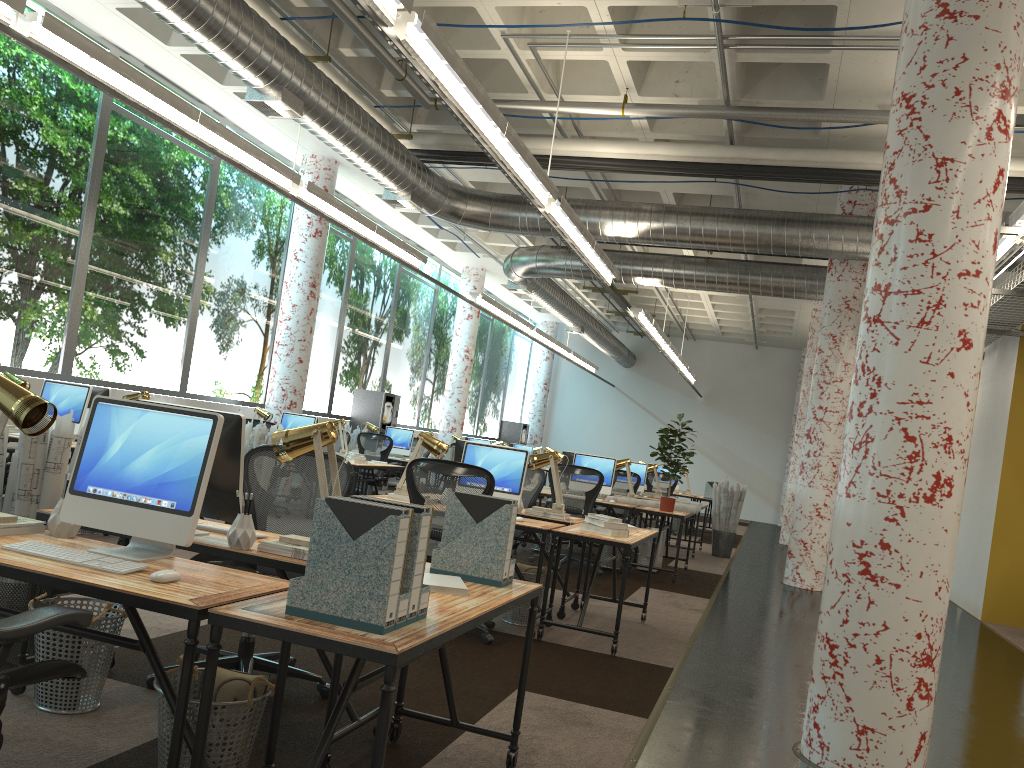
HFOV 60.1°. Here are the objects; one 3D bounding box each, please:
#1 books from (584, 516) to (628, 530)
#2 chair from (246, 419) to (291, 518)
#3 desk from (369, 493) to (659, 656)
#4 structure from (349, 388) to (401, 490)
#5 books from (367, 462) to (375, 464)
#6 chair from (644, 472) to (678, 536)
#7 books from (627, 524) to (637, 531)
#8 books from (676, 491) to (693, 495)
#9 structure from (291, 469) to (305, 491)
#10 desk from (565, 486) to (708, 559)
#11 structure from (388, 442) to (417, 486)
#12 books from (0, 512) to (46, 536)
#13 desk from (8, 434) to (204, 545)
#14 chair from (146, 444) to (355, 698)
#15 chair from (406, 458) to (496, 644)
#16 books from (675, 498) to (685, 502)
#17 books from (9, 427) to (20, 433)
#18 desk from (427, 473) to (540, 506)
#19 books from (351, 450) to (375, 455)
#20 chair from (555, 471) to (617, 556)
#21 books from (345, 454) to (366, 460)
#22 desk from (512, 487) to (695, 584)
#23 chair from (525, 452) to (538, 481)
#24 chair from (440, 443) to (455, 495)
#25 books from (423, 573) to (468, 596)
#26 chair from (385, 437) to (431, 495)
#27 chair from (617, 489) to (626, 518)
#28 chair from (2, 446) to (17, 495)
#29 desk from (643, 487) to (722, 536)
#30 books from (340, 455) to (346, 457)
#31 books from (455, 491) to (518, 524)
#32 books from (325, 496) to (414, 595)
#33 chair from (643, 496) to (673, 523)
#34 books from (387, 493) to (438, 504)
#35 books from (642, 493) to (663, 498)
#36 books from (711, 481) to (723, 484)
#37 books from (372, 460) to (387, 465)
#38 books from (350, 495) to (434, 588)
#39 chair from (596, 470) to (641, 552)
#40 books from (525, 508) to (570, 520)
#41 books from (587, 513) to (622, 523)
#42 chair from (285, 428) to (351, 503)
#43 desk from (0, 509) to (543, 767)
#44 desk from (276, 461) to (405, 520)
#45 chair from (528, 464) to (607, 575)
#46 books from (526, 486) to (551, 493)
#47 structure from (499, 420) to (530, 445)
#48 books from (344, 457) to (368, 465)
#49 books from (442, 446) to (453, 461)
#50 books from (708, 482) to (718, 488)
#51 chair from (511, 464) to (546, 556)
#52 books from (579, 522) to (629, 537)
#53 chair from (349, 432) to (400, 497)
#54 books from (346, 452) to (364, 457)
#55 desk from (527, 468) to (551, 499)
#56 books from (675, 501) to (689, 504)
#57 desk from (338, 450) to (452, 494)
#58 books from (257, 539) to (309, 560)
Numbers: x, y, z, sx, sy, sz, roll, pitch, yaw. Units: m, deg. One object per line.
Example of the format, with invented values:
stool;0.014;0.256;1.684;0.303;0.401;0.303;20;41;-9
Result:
books;0.638;0.944;6.032;0.193;0.044;0.257;10;-4;-26
chair;-2.955;0.968;10.408;0.770;1.085;0.793;8;-2;1
desk;-0.021;1.318;6.510;1.936;0.723;1.406;7;-3;17
structure;-2.626;1.049;16.587;0.637;1.809;0.752;8;-1;17
books;-1.854;0.979;11.135;0.243;0.019;0.205;9;-4;-6
chair;2.658;2.150;16.133;0.770;1.085;0.793;8;-2;1
books;0.821;1.077;6.733;0.200;0.024;0.235;9;-4;-10
books;3.349;2.113;17.220;0.308;0.038;0.226;7;-4;17
structure;-3.369;1.170;14.243;0.502;1.056;1.061;8;-2;17
desk;1.839;2.019;13.172;1.936;0.723;1.406;7;-3;17
structure;-2.246;1.580;18.062;0.502;1.056;1.061;8;-2;17
books;-1.738;0.451;2.906;0.308;0.038;0.226;7;-4;17
desk;-3.625;0.868;7.605;1.936;0.723;1.406;7;-3;17
chair;-1.106;0.819;3.989;0.770;1.085;0.793;8;-2;1
chair;-0.418;1.028;5.687;0.770;1.085;0.793;8;-2;1
books;1.936;1.364;10.437;0.184;0.030;0.153;7;-4;15
books;-4.319;0.375;7.491;0.308;0.038;0.226;7;-4;17
desk;-0.555;1.988;18.044;1.936;0.723;1.406;7;-3;17
books;-2.372;1.085;14.111;0.308;0.038;0.226;7;-4;17
chair;0.962;1.558;11.119;0.770;1.085;0.793;8;-2;1
books;-1.899;0.883;10.753;0.193;0.044;0.257;10;-4;-26
desk;1.023;1.683;10.151;1.936;0.724;1.406;7;-3;17
chair;0.299;2.197;22.125;0.770;1.085;0.793;8;-2;1
chair;-0.952;1.699;17.220;0.770;1.085;0.793;8;-2;1
books;-0.264;0.681;3.032;0.200;0.024;0.235;9;-4;-10
chair;-1.739;1.453;15.194;0.770;1.085;0.793;8;-2;1
chair;1.778;1.894;14.140;0.770;1.085;0.793;8;-2;1
chair;-4.022;0.579;6.782;0.770;1.085;0.793;8;-2;1
desk;3.054;2.439;16.956;1.936;0.723;1.406;7;-3;17
books;-2.264;0.931;11.495;0.308;0.038;0.226;7;-4;17
books;-0.118;0.575;3.338;0.233;0.310;0.068;8;-1;17
books;-0.403;0.471;2.369;0.233;0.310;0.068;8;-1;17
chair;2.993;2.314;17.925;0.770;1.085;0.793;8;-2;1
books;-0.715;0.824;6.396;0.308;0.038;0.226;7;-4;17
books;2.134;1.692;13.435;0.308;0.038;0.226;7;-4;17
books;3.981;2.070;17.275;0.233;0.310;0.068;8;-1;17
books;-1.716;1.016;11.454;0.200;0.024;0.235;9;-4;-10
books;-0.361;0.486;2.511;0.233;0.310;0.068;8;-1;17
chair;1.443;1.729;12.348;0.770;1.085;0.793;8;-2;1
books;0.273;0.992;6.774;0.308;0.038;0.226;7;-4;17
books;0.631;0.911;6.023;0.184;0.030;0.153;5;-5;45
chair;-2.620;1.132;12.200;0.770;1.085;0.793;8;-2;1
desk;-1.044;0.944;3.020;1.936;0.723;1.406;7;-3;17
desk;-2.559;1.257;11.231;1.936;0.723;1.406;7;-3;17
chair;0.626;1.393;9.327;0.770;1.085;0.793;8;-2;1
books;0.330;1.189;10.037;0.308;0.038;0.226;7;-4;17
structure;0.005;2.009;25.530;0.637;1.809;0.752;8;-1;17
books;-1.912;0.927;10.726;0.271;0.050;0.201;5;-5;44
books;-1.036;1.105;13.574;0.233;0.310;0.068;8;-1;17
books;3.696;1.966;16.306;0.233;0.310;0.068;8;-1;17
chair;-0.083;1.193;7.479;0.770;1.085;0.793;8;-2;1
books;0.625;0.988;6.005;0.271;0.050;0.201;5;-5;44
chair;-2.075;1.289;13.401;0.770;1.085;0.793;8;-2;1
books;-1.906;0.850;10.744;0.184;0.030;0.153;5;-5;45
desk;0.360;2.322;21.156;1.936;0.723;1.406;7;-3;17
books;1.937;1.397;10.451;0.256;0.044;0.194;6;-4;34
desk;-1.678;1.578;14.225;1.936;0.723;1.406;7;-3;17
books;-0.750;0.618;3.284;0.308;0.038;0.226;7;-4;17
